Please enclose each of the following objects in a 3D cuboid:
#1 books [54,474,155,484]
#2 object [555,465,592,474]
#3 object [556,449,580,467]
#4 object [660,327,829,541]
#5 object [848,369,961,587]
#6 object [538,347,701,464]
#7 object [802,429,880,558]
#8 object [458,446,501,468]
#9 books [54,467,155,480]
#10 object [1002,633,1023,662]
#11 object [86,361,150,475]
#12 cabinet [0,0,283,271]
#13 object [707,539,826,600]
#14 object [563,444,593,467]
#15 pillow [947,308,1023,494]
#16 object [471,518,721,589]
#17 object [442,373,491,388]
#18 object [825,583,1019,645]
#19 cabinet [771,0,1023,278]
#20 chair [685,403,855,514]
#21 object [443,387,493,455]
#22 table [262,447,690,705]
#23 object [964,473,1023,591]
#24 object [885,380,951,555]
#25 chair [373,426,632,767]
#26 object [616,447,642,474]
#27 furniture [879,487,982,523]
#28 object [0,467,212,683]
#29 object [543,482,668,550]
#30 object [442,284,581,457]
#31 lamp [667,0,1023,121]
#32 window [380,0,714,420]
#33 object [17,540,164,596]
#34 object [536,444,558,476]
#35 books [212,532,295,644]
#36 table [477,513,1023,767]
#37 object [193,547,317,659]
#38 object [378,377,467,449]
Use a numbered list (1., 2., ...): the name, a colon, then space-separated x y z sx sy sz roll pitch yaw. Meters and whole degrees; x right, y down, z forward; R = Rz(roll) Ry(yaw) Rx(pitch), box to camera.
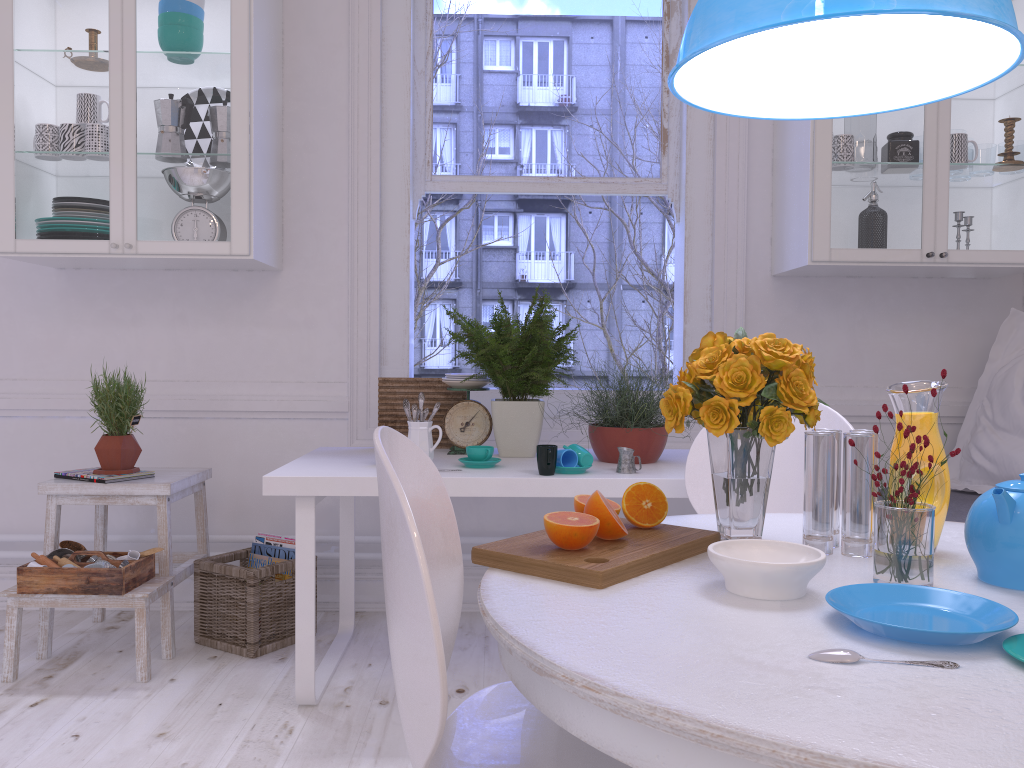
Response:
1. books: -1.288 0.290 2.805 0.246 0.011 0.180 1 2 29
2. object: 0.155 0.226 2.378 0.121 0.021 0.121 2 2 39
3. object: 0.140 0.200 2.373 0.069 0.058 0.080 0 2 -28
4. object: 0.364 0.083 1.389 0.234 0.351 0.235 -1 2 -36
5. object: 0.528 0.123 1.166 0.128 0.287 0.128 1 2 1
6. object: 0.365 0.064 2.657 0.668 0.367 0.531 1 2 24
7. object: 0.515 0.167 1.386 0.101 0.186 0.122 1 2 29
8. object: -0.090 0.203 2.481 0.121 0.055 0.121 2 2 39
9. books: -1.288 0.281 2.805 0.246 0.007 0.180 1 2 29
10. object: 0.564 0.270 0.868 0.147 0.011 0.147 1 2 1
11. object: -1.233 0.094 2.790 0.196 0.367 0.186 2 2 44
12. cabinet: -1.242 -1.067 3.003 0.823 1.311 0.425 0 2 -1
13. object: 0.326 0.240 1.141 0.147 0.052 0.147 2 2 41
14. object: 0.176 0.193 2.386 0.069 0.059 0.082 0 2 -23
15. pillow: 1.755 0.061 2.927 0.374 0.642 0.677 -1 2 -31
16. object: 0.136 0.246 1.341 0.224 0.024 0.347 2 2 39
17. object: -0.145 -0.011 2.868 0.163 0.047 0.164 -1 2 -42
18. object: 0.455 0.259 0.993 0.196 0.023 0.196 0 2 -14
19. cabinet: 1.377 -1.045 3.050 0.823 1.311 0.425 0 2 -1
20. chair: 0.460 0.453 1.859 0.604 0.845 0.483 2 2 44
21. object: -0.141 0.117 2.862 0.159 0.208 0.185 0 2 -1
22. table: 0.114 0.538 2.640 1.514 0.619 0.736 0 2 -1
23. object: 0.693 0.191 1.198 0.156 0.151 0.150 1 2 3
24. object: 0.622 0.128 1.361 0.094 0.267 0.116 1 2 26
25. chair: 0.078 0.474 1.060 0.483 0.845 0.604 0 2 -1
26. object: 0.313 0.204 2.381 0.066 0.067 0.052 0 2 0
27. furniture: 1.515 0.642 1.476 0.769 0.508 3.296 0 2 -1
28. object: -1.234 0.564 2.782 0.418 0.534 0.599 0 2 -1
29. object: 0.127 0.196 1.363 0.129 0.075 0.285 2 2 35
30. object: 0.006 -0.040 2.744 0.438 0.527 0.368 0 2 -1
31. lamp: 0.563 -1.498 1.486 0.568 1.948 0.568 2 2 33
32. window: 0.131 -0.762 3.375 1.234 1.782 0.181 0 2 -1
33. object: -1.214 0.530 2.574 0.358 0.110 0.211 1 2 1
34. object: 0.088 0.199 2.313 0.055 0.077 0.070 1 2 25
35. books: -0.823 0.664 2.893 0.221 0.306 0.205 2 2 32
36. table: 0.523 0.581 1.167 1.140 0.629 1.140 1 2 28
37. object: -0.831 0.698 2.883 0.276 0.270 0.276 2 2 32
38. object: -0.299 0.098 2.965 0.294 0.237 0.028 0 2 -1
